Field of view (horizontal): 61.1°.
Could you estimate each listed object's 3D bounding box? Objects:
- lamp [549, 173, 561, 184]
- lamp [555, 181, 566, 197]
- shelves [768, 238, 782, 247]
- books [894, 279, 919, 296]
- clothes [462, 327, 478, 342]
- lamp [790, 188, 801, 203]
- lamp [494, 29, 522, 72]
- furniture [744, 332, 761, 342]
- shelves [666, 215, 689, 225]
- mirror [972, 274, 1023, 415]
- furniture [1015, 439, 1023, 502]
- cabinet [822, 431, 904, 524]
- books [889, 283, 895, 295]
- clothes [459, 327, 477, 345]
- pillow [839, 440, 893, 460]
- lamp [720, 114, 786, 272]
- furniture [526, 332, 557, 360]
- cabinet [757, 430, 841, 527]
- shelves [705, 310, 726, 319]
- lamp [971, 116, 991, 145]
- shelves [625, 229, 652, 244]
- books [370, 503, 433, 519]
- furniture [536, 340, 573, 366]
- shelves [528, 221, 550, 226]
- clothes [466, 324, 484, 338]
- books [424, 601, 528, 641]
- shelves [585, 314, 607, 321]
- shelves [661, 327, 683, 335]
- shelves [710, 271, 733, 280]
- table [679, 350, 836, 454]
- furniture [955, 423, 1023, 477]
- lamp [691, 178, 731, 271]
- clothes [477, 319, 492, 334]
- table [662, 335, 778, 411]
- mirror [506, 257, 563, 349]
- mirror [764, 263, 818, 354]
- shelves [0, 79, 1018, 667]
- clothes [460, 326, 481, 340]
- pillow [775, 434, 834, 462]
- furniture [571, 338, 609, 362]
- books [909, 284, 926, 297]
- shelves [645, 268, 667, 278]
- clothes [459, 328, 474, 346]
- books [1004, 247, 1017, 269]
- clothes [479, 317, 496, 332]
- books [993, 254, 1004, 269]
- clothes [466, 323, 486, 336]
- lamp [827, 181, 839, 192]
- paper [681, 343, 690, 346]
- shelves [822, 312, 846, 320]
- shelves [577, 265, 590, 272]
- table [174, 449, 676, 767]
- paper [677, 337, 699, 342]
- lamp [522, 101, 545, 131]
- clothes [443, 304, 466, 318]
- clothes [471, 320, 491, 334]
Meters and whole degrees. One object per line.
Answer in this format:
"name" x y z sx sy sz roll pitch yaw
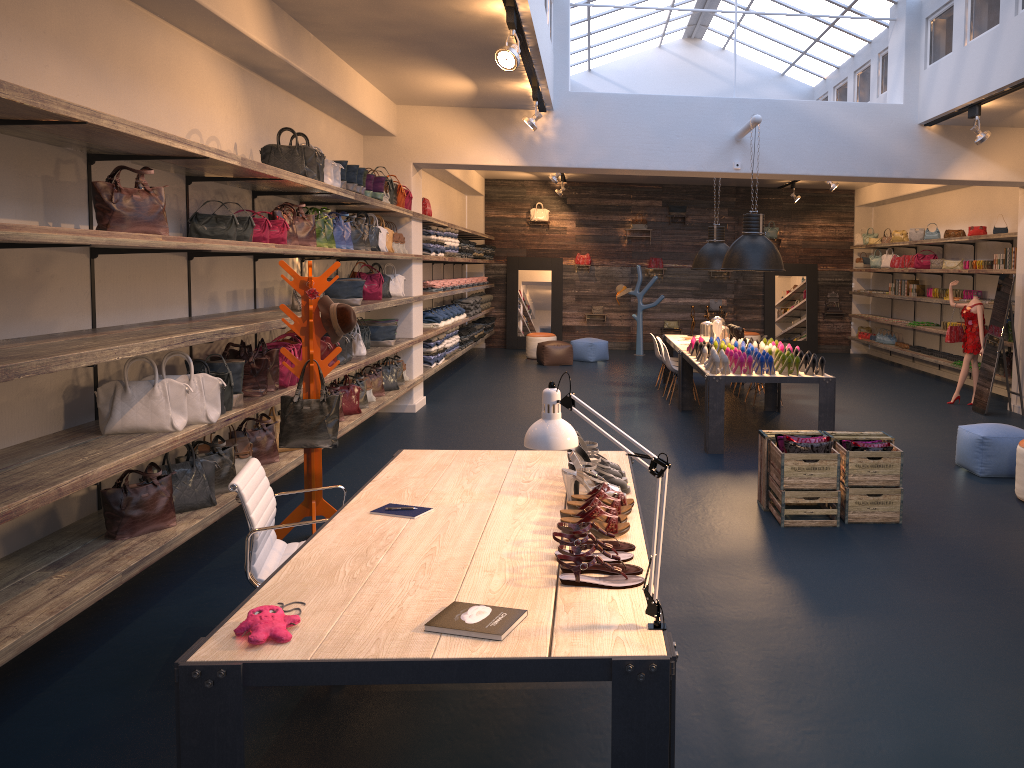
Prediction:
"lamp" 0.705 -3.432 14.263 0.221 0.326 0.196 6 7 44
"lamp" 0.944 -3.784 16.895 0.221 0.326 0.196 6 7 44
"shelves" 5.501 -2.997 18.432 0.456 0.176 0.244 1 6 -2
"books" 7.259 -1.773 15.970 0.240 0.286 0.640 1 7 2
"clothes" -0.815 -0.859 15.129 0.406 0.250 0.357 2 7 10
"lamp" 5.611 -3.718 17.193 0.221 0.326 0.196 6 7 44
"lamp" 0.003 -2.346 6.101 0.271 0.313 0.166 -3 6 -36
"furniture" 4.824 -0.829 17.868 0.578 0.478 0.585 1 6 3
"shelves" 3.476 -3.446 18.246 0.456 0.178 0.244 1 6 -2
"mirror" 6.148 -0.506 10.928 0.526 1.757 0.504 1 4 0
"furniture" 4.189 0.675 6.682 0.578 0.478 0.585 1 6 3
"cabinet" 2.532 0.663 6.256 0.473 0.545 0.558 1 6 1
"books" 7.270 -1.797 16.443 0.180 0.209 0.319 1 7 3
"clothes" -0.796 -0.814 14.637 0.347 0.297 0.313 2 6 7
"pillow" 2.523 0.538 6.250 0.310 0.317 0.460 1 6 2
"lamp" 2.560 -2.020 9.180 0.721 1.639 0.682 0 4 -8
"furniture" 0.552 -0.720 16.350 0.578 0.478 0.585 1 6 3
"cabinet" 3.082 0.711 5.993 2.713 0.545 0.772 3 7 12
"shelves" 4.327 -1.475 18.443 0.456 0.182 0.244 1 6 -2
"lamp" 4.868 -2.629 9.047 0.225 0.326 0.194 4 6 28
"shelves" 2.657 -3.082 18.206 0.563 0.315 0.244 1 5 -3
"books" -0.436 0.499 3.449 0.193 0.018 0.146 4 8 21
"furniture" 0.762 -0.563 15.445 0.680 0.421 0.621 -1 7 -15
"shelves" 0.565 -3.304 18.032 0.456 0.156 0.244 1 7 -2
"clothes" -0.742 -0.967 15.940 0.406 0.250 0.357 2 7 10
"books" -0.096 0.651 2.392 0.218 0.017 0.187 4 8 17
"shelves" 1.765 -1.399 18.250 0.456 0.143 0.244 1 7 -2
"shelves" 3.383 -1.108 18.392 0.456 0.156 0.244 1 7 -2
"shelves" 4.419 -2.305 18.416 0.499 0.183 0.201 1 6 -3
"table" 2.568 0.131 9.464 1.237 0.736 2.549 1 7 3
"furniture" 4.307 0.567 7.715 0.655 0.421 0.646 1 7 -1
"lamp" 2.804 -2.381 11.885 0.646 1.639 0.757 4 5 37
"clothes" -0.577 -1.136 17.046 0.378 0.297 0.312 0 6 -11
"table" 2.799 -0.209 12.003 1.237 0.736 2.549 1 7 3
"mirror" 0.475 -1.685 18.136 1.168 1.909 0.265 0 4 -4
"mirror" 5.963 -1.619 18.565 1.168 1.909 0.265 0 4 -4
"shelves" 2.622 -0.766 9.958 8.659 2.215 16.906 2 8 3
"clothes" -0.778 -0.912 15.524 0.421 0.250 0.345 1 6 -2
"pillow" 2.037 0.511 6.112 0.359 0.347 0.437 1 6 1
"furniture" 1.446 -0.652 16.213 0.598 0.421 0.703 6 8 39
"books" 7.226 -1.667 15.483 0.182 0.212 0.330 1 7 2
"shelves" 3.029 -2.332 18.284 0.456 0.209 0.244 1 6 -2
"clothes" -0.826 -0.770 14.309 0.354 0.297 0.306 1 6 0
"books" 6.778 -1.661 11.496 0.240 0.286 0.640 1 7 2
"clothes" -0.536 -1.202 17.539 0.364 0.297 0.653 1 7 5
"books" 6.790 -1.685 11.969 0.180 0.209 0.319 1 7 3
"clothes" -0.704 -1.020 16.335 0.421 0.250 0.345 1 6 -2
"lamp" 5.370 -3.364 14.542 0.221 0.326 0.196 6 7 44
"paper" 2.551 -0.537 11.602 0.307 0.014 0.785 8 10 41
"shelves" 6.906 -1.450 18.647 0.456 0.156 0.244 1 7 -2
"shelves" 1.489 -2.414 18.160 0.306 0.156 0.245 1 7 -1
"table" -0.090 0.889 3.436 1.237 0.736 2.549 1 7 3
"paper" 2.533 -0.638 12.340 0.325 0.014 0.745 3 8 12
"lamp" 0.212 -2.699 8.786 0.259 0.326 0.168 -2 6 -31
"clothes" -0.967 -1.163 13.924 0.427 0.239 0.429 1 7 0
"clothes" -0.596 -1.092 16.721 0.369 0.297 0.329 1 6 3
